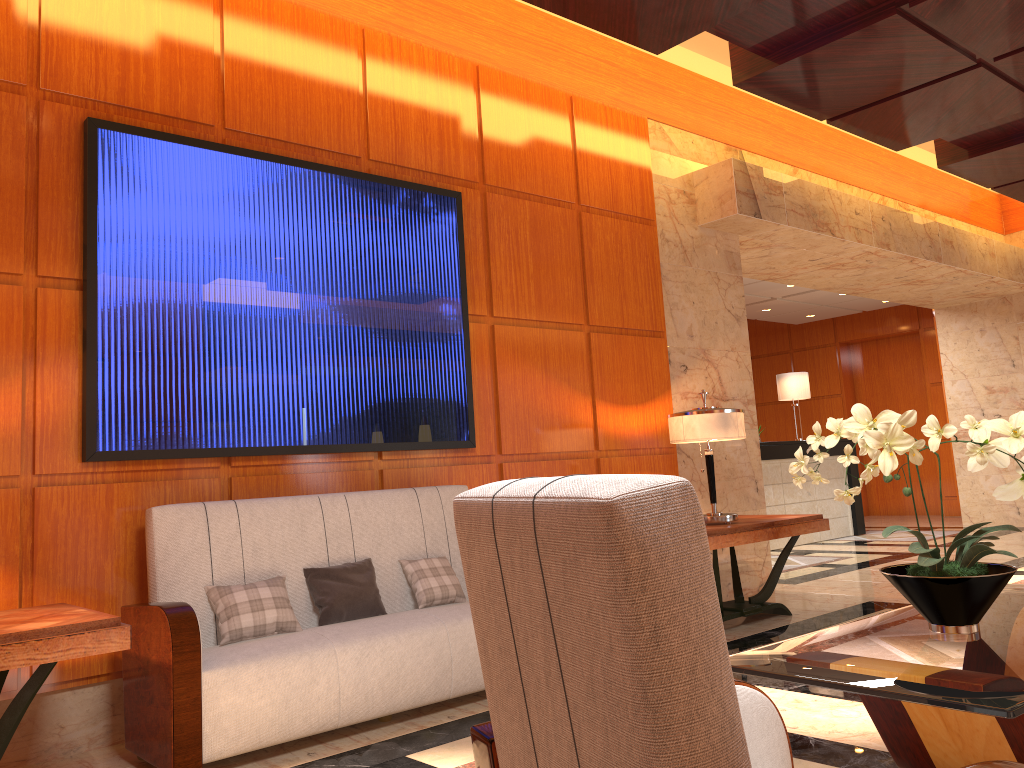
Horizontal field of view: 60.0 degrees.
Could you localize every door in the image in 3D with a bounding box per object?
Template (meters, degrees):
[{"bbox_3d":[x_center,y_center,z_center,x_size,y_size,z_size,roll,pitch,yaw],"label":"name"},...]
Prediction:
[{"bbox_3d":[5.724,0.616,13.279,0.340,2.711,1.280,3,-10,-41],"label":"door"}]

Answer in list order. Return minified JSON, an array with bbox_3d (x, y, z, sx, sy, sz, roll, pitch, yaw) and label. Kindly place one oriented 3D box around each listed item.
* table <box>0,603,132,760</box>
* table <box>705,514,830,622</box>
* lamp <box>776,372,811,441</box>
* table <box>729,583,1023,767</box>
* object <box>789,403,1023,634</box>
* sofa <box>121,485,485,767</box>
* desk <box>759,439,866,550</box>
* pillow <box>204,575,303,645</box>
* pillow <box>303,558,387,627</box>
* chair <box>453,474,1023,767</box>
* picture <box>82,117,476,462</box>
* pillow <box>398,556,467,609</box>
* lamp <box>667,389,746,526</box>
[{"bbox_3d":[-1.900,1.067,2.619,1.269,0.610,0.722,2,-9,-41],"label":"table"},{"bbox_3d":[1.291,1.147,5.379,1.269,0.610,0.722,2,-9,-41],"label":"table"},{"bbox_3d":[3.424,0.285,10.702,0.372,0.824,0.370,-1,-8,-16],"label":"lamp"},{"bbox_3d":[1.315,0.893,2.332,1.559,0.498,0.719,1,-8,-38],"label":"table"},{"bbox_3d":[1.154,0.344,2.375,0.786,0.620,0.416,-7,-8,26],"label":"object"},{"bbox_3d":[-0.662,0.935,3.810,1.797,0.937,0.610,2,-9,-40],"label":"sofa"},{"bbox_3d":[2.778,1.250,10.046,2.923,1.147,0.937,2,-9,-41],"label":"desk"},{"bbox_3d":[-1.034,0.902,3.548,0.344,0.228,0.194,1,-9,-36],"label":"pillow"},{"bbox_3d":[-0.725,0.905,3.854,0.357,0.254,0.159,3,-10,-44],"label":"pillow"},{"bbox_3d":[0.319,0.596,1.223,0.628,0.966,0.734,-1,-8,-22],"label":"chair"},{"bbox_3d":[-1.014,-0.388,4.320,1.994,1.460,0.056,2,-10,-41],"label":"picture"},{"bbox_3d":[-0.363,0.923,4.118,0.273,0.231,0.201,2,-9,-38],"label":"pillow"},{"bbox_3d":[1.189,0.433,5.338,0.458,0.814,0.456,1,-9,-32],"label":"lamp"}]
